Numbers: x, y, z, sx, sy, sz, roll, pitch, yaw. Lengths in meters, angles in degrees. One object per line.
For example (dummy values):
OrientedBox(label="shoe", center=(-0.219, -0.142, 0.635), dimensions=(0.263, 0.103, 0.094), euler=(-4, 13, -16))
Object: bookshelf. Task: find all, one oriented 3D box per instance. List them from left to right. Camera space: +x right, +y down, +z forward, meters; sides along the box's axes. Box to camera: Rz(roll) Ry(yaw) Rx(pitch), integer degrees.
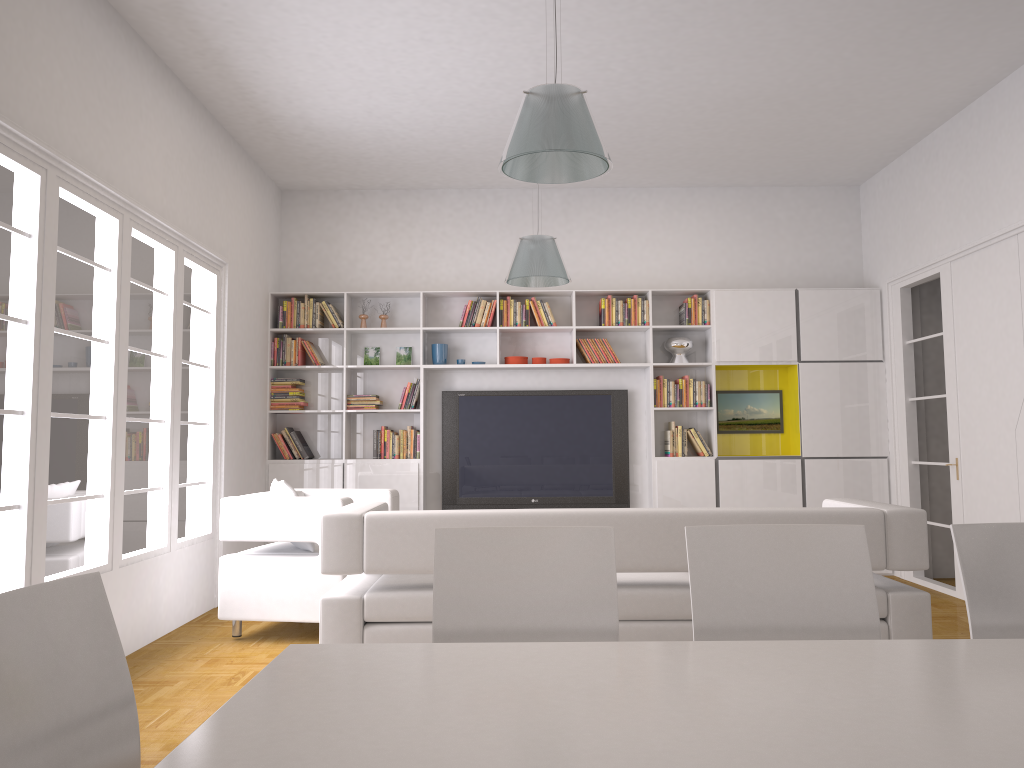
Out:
OrientedBox(label="bookshelf", center=(0.562, 0.426, 7.843), dimensions=(5.365, 2.484, 0.389), euler=(0, -5, 0))

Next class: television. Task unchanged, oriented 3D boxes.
OrientedBox(label="television", center=(0.207, 0.601, 7.894), dimensions=(1.660, 1.090, 0.081), euler=(0, -5, 0))

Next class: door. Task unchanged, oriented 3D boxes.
OrientedBox(label="door", center=(3.258, 0.358, 6.925), dimensions=(0.139, 2.459, 1.007), euler=(0, -5, 0))

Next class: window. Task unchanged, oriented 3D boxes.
OrientedBox(label="window", center=(-2.184, 0.221, 4.811), dimensions=(0.195, 2.532, 3.344), euler=(0, -4, 0))

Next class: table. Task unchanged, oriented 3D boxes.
OrientedBox(label="table", center=(0.725, 0.871, 1.277), dimensions=(2.411, 0.723, 1.209), euler=(0, -4, 0))

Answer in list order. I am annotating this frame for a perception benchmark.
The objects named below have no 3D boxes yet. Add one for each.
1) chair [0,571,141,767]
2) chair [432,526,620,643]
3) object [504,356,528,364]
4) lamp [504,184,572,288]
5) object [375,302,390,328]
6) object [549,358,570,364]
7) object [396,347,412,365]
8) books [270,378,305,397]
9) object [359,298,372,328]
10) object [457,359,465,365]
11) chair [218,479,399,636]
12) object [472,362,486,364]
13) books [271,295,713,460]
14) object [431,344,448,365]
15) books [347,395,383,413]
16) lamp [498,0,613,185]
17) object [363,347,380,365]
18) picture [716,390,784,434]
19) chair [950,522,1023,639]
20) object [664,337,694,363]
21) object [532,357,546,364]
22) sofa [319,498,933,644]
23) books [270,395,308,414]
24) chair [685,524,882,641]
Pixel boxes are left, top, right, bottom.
OrientedBox(label="chair", center=(-0.497, 0.781, 1.304), dimensions=(0.575, 0.933, 0.560), euler=(0, -5, 0))
OrientedBox(label="chair", center=(0.035, 0.827, 2.063), dimensions=(0.561, 0.933, 0.574), euler=(0, -5, 0))
OrientedBox(label="object", center=(0.037, -0.199, 7.871), dimensions=(0.210, 0.073, 0.211), euler=(1, -4, -25))
OrientedBox(label="lamp", center=(0.174, -1.326, 6.170), dimensions=(0.464, 1.252, 0.464), euler=(0, -5, -1))
OrientedBox(label="object", center=(-1.183, -0.608, 7.949), dimensions=(0.179, 0.260, 0.119), euler=(-2, -5, 20))
OrientedBox(label="object", center=(0.422, -0.194, 7.851), dimensions=(0.182, 0.054, 0.182), euler=(0, -4, -4))
OrientedBox(label="object", center=(-0.973, -0.244, 7.985), dimensions=(0.144, 0.190, 0.051), euler=(0, -5, 0))
OrientedBox(label="books", center=(-1.987, 0.034, 7.861), dimensions=(0.252, 0.153, 0.207), euler=(0, -4, 0))
OrientedBox(label="object", center=(-1.303, -0.618, 7.933), dimensions=(0.120, 0.279, 0.179), euler=(-1, -5, 6))
OrientedBox(label="object", center=(-0.452, -0.187, 7.859), dimensions=(0.078, 0.056, 0.078), euler=(-2, -5, 25))
OrientedBox(label="chair", center=(-1.251, 1.061, 5.696), dimensions=(0.801, 0.913, 1.094), euler=(-1, -4, 10))
OrientedBox(label="object", center=(-0.295, -0.176, 7.858), dimensions=(0.124, 0.032, 0.123), euler=(1, -4, -14))
OrientedBox(label="books", center=(-0.184, -0.070, 7.853), dimensions=(3.862, 1.458, 0.235), euler=(0, -5, 0))
OrientedBox(label="object", center=(-0.642, -0.254, 7.865), dimensions=(0.147, 0.193, 0.147), euler=(0, -5, -11))
OrientedBox(label="books", center=(-1.301, 0.177, 7.847), dimensions=(0.284, 0.153, 0.207), euler=(0, -4, 0))
OrientedBox(label="lamp", center=(0.170, -1.495, 3.637), dimensions=(0.464, 1.252, 0.464), euler=(0, -5, -1))
OrientedBox(label="object", center=(-1.262, -0.242, 7.985), dimensions=(0.144, 0.190, 0.051), euler=(0, -5, 0))
OrientedBox(label="picture", center=(2.128, 0.251, 7.959), dimensions=(0.609, 0.389, 0.007), euler=(0, -5, 0))
OrientedBox(label="chair", center=(1.397, 0.817, 2.062), dimensions=(0.561, 0.933, 0.574), euler=(0, -5, 0))
OrientedBox(label="object", center=(1.483, -0.288, 7.873), dimensions=(0.256, 0.239, 0.256), euler=(-1, -4, 8))
OrientedBox(label="object", center=(0.241, -0.194, 7.870), dimensions=(0.128, 0.073, 0.129), euler=(0, -4, -4))
OrientedBox(label="sofa", center=(0.486, 0.993, 4.190), dimensions=(2.622, 0.850, 0.821), euler=(0, -4, 0))
OrientedBox(label="books", center=(-1.970, 0.182, 7.848), dimensions=(0.284, 0.153, 0.207), euler=(0, -4, 0))
OrientedBox(label="chair", center=(0.696, 0.822, 2.062), dimensions=(0.561, 0.933, 0.574), euler=(0, -5, 0))
